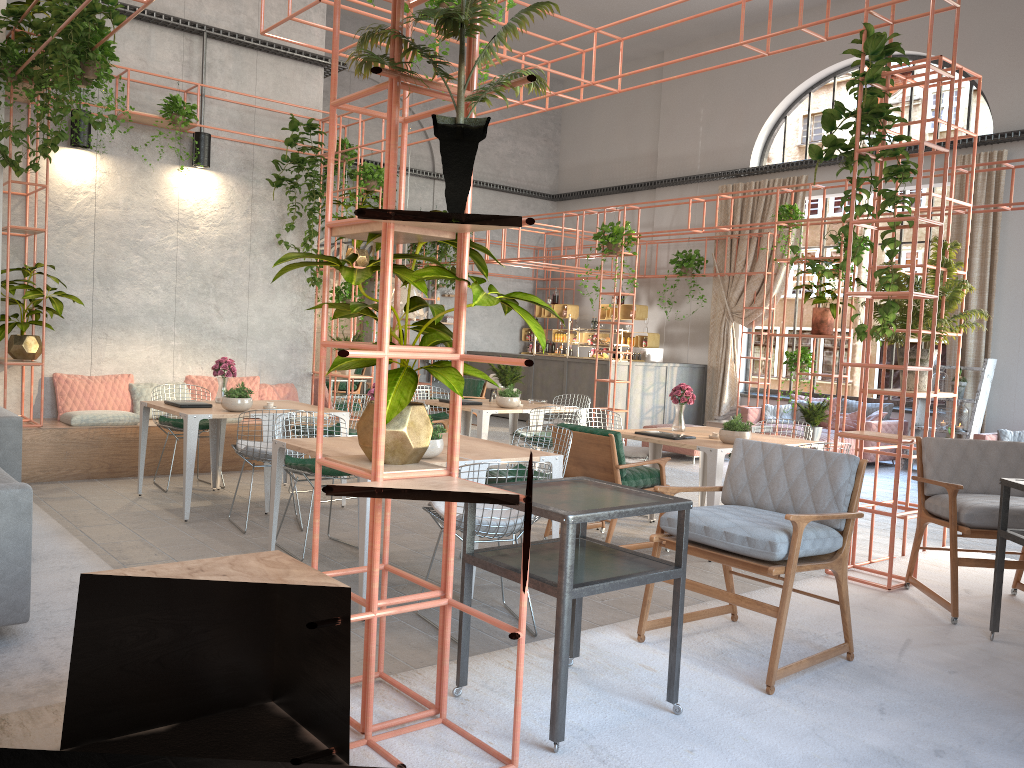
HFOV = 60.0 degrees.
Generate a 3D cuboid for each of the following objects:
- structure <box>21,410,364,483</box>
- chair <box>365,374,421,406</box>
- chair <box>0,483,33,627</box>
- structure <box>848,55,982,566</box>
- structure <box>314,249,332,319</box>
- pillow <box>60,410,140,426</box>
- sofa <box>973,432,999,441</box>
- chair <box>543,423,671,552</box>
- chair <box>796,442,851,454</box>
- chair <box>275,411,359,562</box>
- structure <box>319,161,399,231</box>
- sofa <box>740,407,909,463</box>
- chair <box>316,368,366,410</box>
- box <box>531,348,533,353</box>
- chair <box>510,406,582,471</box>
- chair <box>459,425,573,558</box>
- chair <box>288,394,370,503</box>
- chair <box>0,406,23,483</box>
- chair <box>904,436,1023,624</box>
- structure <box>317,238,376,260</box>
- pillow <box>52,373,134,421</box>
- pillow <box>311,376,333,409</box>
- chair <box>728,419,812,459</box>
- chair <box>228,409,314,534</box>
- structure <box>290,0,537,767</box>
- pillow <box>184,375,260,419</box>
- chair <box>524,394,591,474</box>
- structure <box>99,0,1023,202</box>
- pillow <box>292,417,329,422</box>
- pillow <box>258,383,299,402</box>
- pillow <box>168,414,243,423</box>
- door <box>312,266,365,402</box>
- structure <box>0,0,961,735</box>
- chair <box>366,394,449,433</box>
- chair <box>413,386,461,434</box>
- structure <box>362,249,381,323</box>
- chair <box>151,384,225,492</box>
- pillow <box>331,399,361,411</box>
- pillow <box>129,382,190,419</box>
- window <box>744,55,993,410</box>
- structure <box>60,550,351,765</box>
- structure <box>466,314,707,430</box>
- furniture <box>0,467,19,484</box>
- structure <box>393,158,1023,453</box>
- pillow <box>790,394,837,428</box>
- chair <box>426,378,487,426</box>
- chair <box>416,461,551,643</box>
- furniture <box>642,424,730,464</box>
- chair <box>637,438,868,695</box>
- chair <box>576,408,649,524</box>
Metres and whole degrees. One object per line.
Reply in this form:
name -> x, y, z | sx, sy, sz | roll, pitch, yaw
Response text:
structure -> -4.749, 0.458, 11.594 | 4.386, 0.500, 5.831 | 1, 4, -39
chair -> -1.938, 0.252, 14.206 | 0.685, 0.930, 0.722 | 1, 4, -39
chair -> -2.685, 0.645, 3.699 | 1.056, 0.586, 1.127 | 1, 4, -39
structure -> 2.903, -0.432, 6.408 | 0.624, 3.602, 0.424 | 1, 4, -39
structure -> -3.749, -1.956, 16.245 | 0.921, 1.527, 0.950 | 3, 3, -6
pillow -> -4.076, 0.342, 8.784 | 0.637, 0.149, 0.491 | 1, 4, -38
sofa -> 6.512, 1.020, 10.352 | 1.960, 0.672, 2.219 | 1, 4, -39
chair -> 0.726, 0.776, 6.717 | 0.685, 0.917, 0.722 | 1, 4, -39
chair -> 2.083, 0.852, 6.521 | 0.565, 0.941, 0.717 | 2, 3, -23
chair -> -1.325, 0.693, 6.200 | 0.565, 0.941, 0.717 | 1, 4, -38
structure -> -3.017, -3.385, 16.497 | 1.939, 1.514, 0.856 | 0, 4, -45
sofa -> 4.290, 0.762, 13.089 | 1.960, 0.672, 2.219 | 1, 4, -39
chair -> -3.028, 0.125, 15.548 | 0.685, 0.930, 0.722 | 1, 4, -39
box -> 0.480, -0.720, 19.082 | 0.058, 0.093, 0.122 | 1, 4, -39
chair -> 0.320, 0.648, 8.665 | 0.565, 0.941, 0.717 | 2, 3, -23
chair -> 0.035, 0.767, 6.117 | 0.717, 0.941, 0.565 | 0, 4, -43
chair -> -1.684, 0.567, 8.235 | 0.717, 0.941, 0.565 | 0, 4, -43
chair -> -4.055, 0.495, 6.032 | 1.127, 0.672, 1.052 | 1, 4, -39
chair -> 2.659, 0.787, 4.879 | 0.722, 0.914, 0.685 | 3, 3, 1
structure -> -3.131, -2.557, 16.620 | 1.312, 0.505, 0.063 | 1, 4, -39
pillow -> -4.275, 0.125, 9.148 | 0.276, 0.474, 0.839 | 6, 4, 41
pillow -> -2.586, 0.102, 11.279 | 0.839, 0.474, 0.276 | 6, 4, 41
chair -> 2.270, 0.790, 7.871 | 0.717, 0.941, 0.565 | 0, 4, -43
chair -> -1.871, 0.629, 6.885 | 0.565, 0.941, 0.717 | 2, 3, -23
structure -> -0.116, -0.588, 2.605 | 0.748, 3.623, 0.722 | 1, 4, -39
pillow -> -3.254, 0.138, 9.922 | 0.839, 0.474, 0.276 | 2, 3, -19
chair -> 0.506, 0.587, 10.016 | 0.717, 0.941, 0.565 | 0, 4, -43
structure -> -0.173, -3.631, 9.233 | 15.603, 0.110, 15.203 | 1, 4, -39
pillow -> -2.473, 0.356, 10.086 | 0.637, 0.149, 0.491 | 1, 4, -38
pillow -> -2.771, 0.188, 10.347 | 0.666, 0.385, 0.289 | 0, 4, -44
pillow -> -3.263, 0.349, 9.445 | 0.637, 0.149, 0.491 | 1, 4, -38
door -> -3.648, -0.924, 17.284 | 1.360, 2.729, 0.551 | 1, 4, -39
structure -> -3.247, -1.483, 9.362 | 4.501, 4.345, 14.096 | 0, 4, -40
chair -> -1.037, 0.572, 8.862 | 0.685, 0.917, 0.722 | 1, 4, -39
chair -> -0.854, 0.513, 10.098 | 0.565, 0.941, 0.717 | 1, 4, -38
structure -> -2.751, -1.930, 17.112 | 0.950, 1.527, 0.921 | 0, 4, -41
chair -> -3.044, 0.493, 8.318 | 0.565, 0.941, 0.717 | 1, 4, -38
pillow -> -2.335, 0.282, 11.638 | 0.491, 0.149, 0.637 | 1, 4, -38
pillow -> -3.766, 0.180, 9.539 | 0.666, 0.385, 0.289 | 0, 4, -44
window -> 5.694, -2.474, 14.435 | 0.089, 5.538, 4.127 | 1, 4, -39
structure -> -3.165, 0.467, 3.355 | 3.396, 1.111, 9.152 | 1, 4, -39
structure -> 1.348, -0.292, 17.224 | 2.579, 2.022, 4.057 | 1, 4, -39
furniture -> -3.305, 0.705, 4.935 | 0.941, 0.446, 0.975 | 1, 4, -39
structure -> 3.583, -0.758, 12.919 | 4.157, 4.247, 14.689 | 1, 4, -39
pillow -> 4.688, 0.420, 13.979 | 0.276, 0.474, 0.839 | 1, 4, -39
chair -> -0.826, 0.381, 12.835 | 0.685, 0.929, 0.722 | 1, 4, -39
chair -> -0.152, 0.828, 4.767 | 0.565, 0.941, 0.717 | 2, 3, -23
furniture -> 2.489, 0.810, 12.472 | 0.941, 0.446, 0.976 | 1, 4, -39
chair -> 1.082, 0.746, 3.969 | 0.685, 0.929, 0.722 | 1, 4, -39
chair -> 0.910, 0.716, 7.954 | 0.565, 0.941, 0.717 | 1, 4, -38
